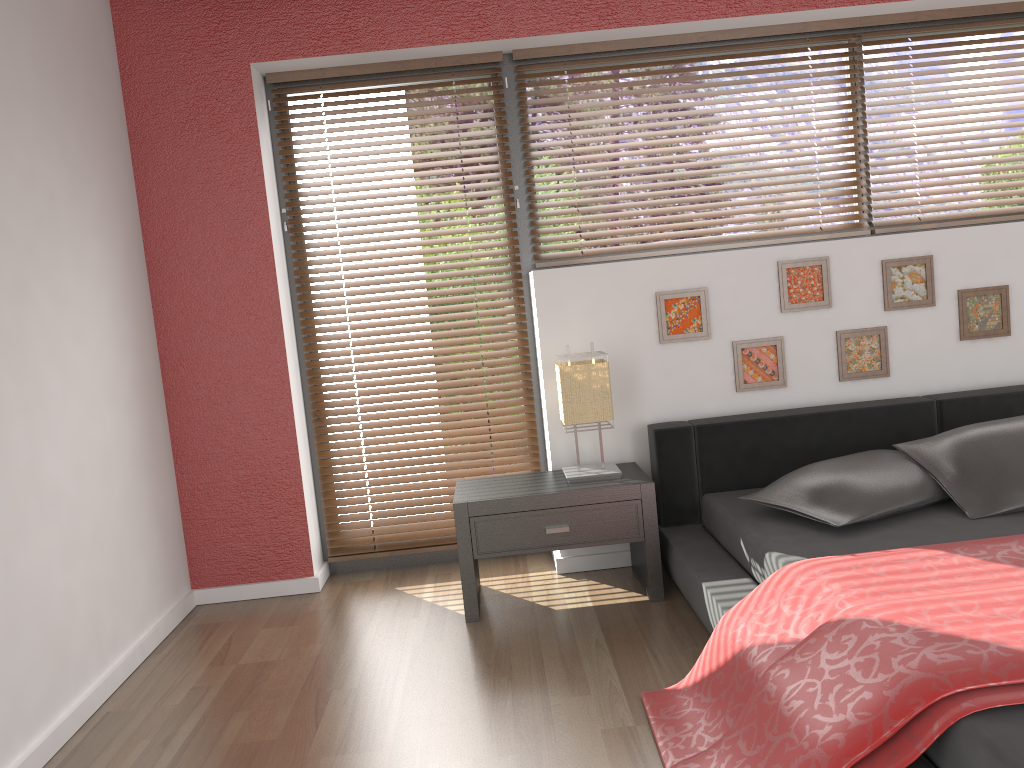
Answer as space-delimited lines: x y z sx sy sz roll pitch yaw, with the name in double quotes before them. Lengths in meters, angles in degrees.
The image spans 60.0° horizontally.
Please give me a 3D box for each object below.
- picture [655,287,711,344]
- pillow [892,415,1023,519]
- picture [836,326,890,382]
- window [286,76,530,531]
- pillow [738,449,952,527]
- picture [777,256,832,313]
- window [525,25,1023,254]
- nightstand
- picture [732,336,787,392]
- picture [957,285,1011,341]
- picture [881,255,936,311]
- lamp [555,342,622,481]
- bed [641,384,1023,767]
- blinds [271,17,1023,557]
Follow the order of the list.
"picture" 0.667 -0.266 3.451 0.200 0.200 0.010 -6 5 -1
"pillow" 1.682 0.233 2.859 0.744 0.241 0.386 -6 5 -6
"picture" 1.380 -0.118 3.487 0.200 0.200 0.010 -6 5 -1
"window" -0.418 -0.323 3.769 0.889 1.893 0.020 -6 5 -1
"pillow" 1.175 0.329 2.939 0.745 0.172 0.418 -8 6 -26
"picture" 1.141 -0.387 3.455 0.200 0.200 0.010 -6 5 -1
"window" 1.469 -1.061 3.758 2.817 0.786 0.020 -6 5 -1
"nightstand" 0.160 0.568 3.267 0.700 0.423 0.413 -6 5 -1
"picture" 0.972 -0.077 3.478 0.200 0.200 0.010 -6 5 -1
"picture" 1.857 -0.279 3.486 0.200 0.200 0.010 -6 5 -1
"picture" 1.550 -0.394 3.466 0.200 0.200 0.010 -6 5 -1
"lamp" 0.271 0.091 3.266 0.200 0.480 0.200 -6 5 -1
"bed" 1.520 0.446 2.292 2.469 0.577 2.413 -6 5 -1
"blinds" 1.526 -0.482 3.745 4.840 1.952 0.032 -6 5 -1
